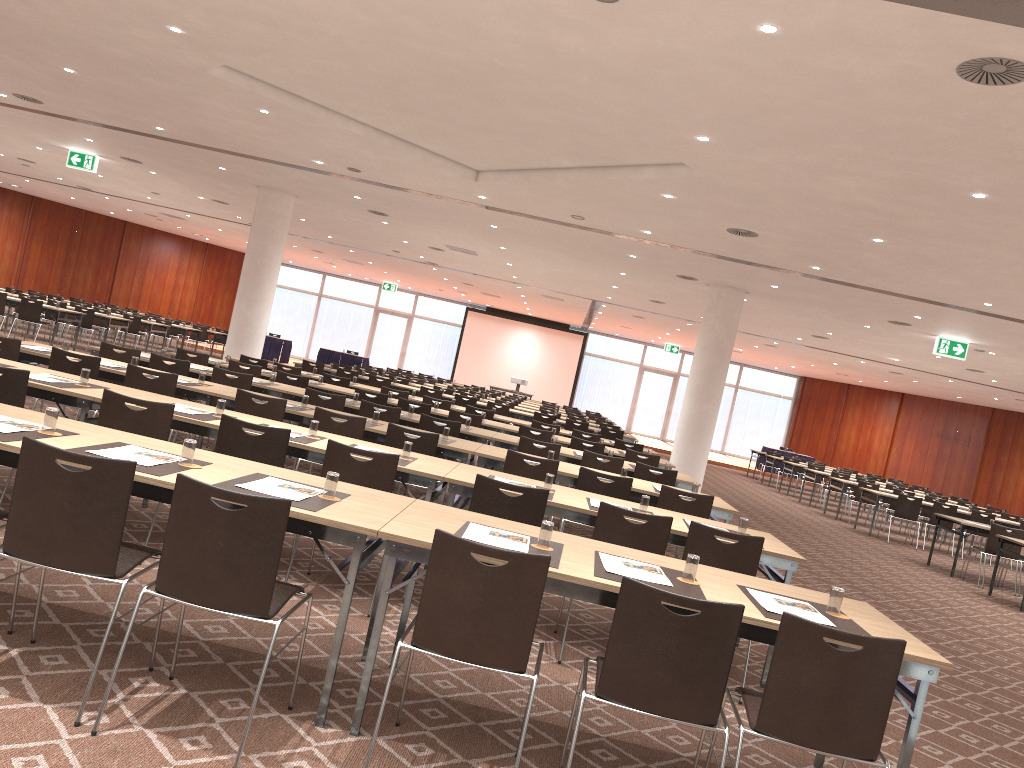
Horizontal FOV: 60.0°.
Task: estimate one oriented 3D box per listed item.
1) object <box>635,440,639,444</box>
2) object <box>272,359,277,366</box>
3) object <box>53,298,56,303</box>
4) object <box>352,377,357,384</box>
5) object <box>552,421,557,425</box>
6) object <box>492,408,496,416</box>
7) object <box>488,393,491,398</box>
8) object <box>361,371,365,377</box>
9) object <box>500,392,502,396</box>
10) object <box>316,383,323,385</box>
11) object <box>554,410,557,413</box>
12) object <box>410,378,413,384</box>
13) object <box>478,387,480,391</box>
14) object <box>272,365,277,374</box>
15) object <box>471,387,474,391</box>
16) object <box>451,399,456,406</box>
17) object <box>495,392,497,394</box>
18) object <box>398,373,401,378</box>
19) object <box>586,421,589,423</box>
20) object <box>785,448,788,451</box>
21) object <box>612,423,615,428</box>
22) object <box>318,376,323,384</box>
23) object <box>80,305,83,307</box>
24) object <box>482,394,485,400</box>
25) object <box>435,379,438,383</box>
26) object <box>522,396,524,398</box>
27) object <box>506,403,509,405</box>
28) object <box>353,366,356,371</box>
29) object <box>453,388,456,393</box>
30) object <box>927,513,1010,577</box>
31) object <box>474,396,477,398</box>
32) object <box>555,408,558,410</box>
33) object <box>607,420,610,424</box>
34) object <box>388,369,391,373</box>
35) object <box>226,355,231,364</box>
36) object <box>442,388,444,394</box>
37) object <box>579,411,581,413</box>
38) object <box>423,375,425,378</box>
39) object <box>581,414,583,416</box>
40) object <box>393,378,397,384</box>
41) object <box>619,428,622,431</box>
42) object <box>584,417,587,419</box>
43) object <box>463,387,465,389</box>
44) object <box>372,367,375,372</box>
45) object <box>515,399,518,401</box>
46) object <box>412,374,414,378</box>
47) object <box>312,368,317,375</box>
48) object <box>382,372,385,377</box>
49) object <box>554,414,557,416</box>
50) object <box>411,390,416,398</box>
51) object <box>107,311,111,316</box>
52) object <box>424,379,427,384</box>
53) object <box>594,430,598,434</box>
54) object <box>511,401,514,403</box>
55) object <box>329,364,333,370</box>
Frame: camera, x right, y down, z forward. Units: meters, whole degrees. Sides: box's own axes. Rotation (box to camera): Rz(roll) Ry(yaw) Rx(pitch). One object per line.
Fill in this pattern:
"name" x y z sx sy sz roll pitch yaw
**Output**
"object" 1.938 0.928 13.818 0.054 0.114 0.054 12 1 -8
"object" -3.772 -0.343 14.090 0.054 0.114 0.054 12 1 -8
"object" -10.292 -1.866 19.934 0.054 0.114 0.054 12 1 -31
"object" -2.489 -0.057 14.040 0.054 0.114 0.054 13 1 37
"object" 0.660 0.644 13.878 0.054 0.114 0.054 13 1 14
"object" -0.287 0.433 13.919 0.054 0.114 0.054 12 1 -8
"object" -0.534 0.281 21.437 0.054 0.114 0.054 13 1 37
"object" -2.948 -0.205 17.568 0.054 0.114 0.054 13 1 37
"object" -0.315 0.277 25.441 0.054 0.114 0.054 13 1 37
"object" -2.606 0.002 12.030 0.102 0.001 0.102 12 1 -8
"object" 0.947 0.637 19.361 0.054 0.114 0.054 13 1 37
"object" -2.220 -0.069 19.530 0.054 0.114 0.054 12 1 -31
"object" -0.948 0.136 25.478 0.054 0.114 0.054 13 1 37
"object" -3.236 -0.197 12.072 0.054 0.114 0.054 13 1 14
"object" -1.055 0.139 23.473 0.054 0.114 0.054 13 1 37
"object" -0.926 0.291 13.954 0.054 0.114 0.054 12 1 -8
"object" -0.434 0.277 23.445 0.054 0.114 0.054 13 1 37
"object" -2.735 -0.209 21.563 0.054 0.114 0.054 13 1 37
"object" 1.471 0.779 17.339 0.054 0.114 0.054 13 1 37
"object" 9.383 2.236 30.317 0.054 0.114 0.054 13 1 14
"object" 2.207 0.917 19.305 0.054 0.114 0.054 12 1 -31
"object" -2.597 -0.055 12.030 0.054 0.114 0.054 13 1 14
"object" -9.660 -1.725 19.902 0.054 0.114 0.054 12 1 -31
"object" -0.625 0.286 19.442 0.054 0.114 0.054 12 1 -31
"object" -2.011 -0.074 23.530 0.054 0.114 0.054 13 1 37
"object" 0.312 0.417 25.405 0.054 0.114 0.054 13 1 37
"object" -0.104 0.428 17.417 0.054 0.114 0.054 12 1 -31
"object" -3.476 -0.348 19.595 0.054 0.114 0.054 12 1 -31
"object" -1.270 0.143 19.484 0.054 0.114 0.054 12 1 -31
"object" 7.700 2.699 13.578 2.267 0.833 0.953 13 1 3
"object" -0.729 0.289 17.451 0.054 0.114 0.054 12 1 -31
"object" 1.060 0.635 21.370 0.054 0.114 0.054 13 1 37
"object" 2.312 0.914 21.299 0.054 0.114 0.054 12 1 -31
"object" -3.264 -0.353 23.578 0.054 0.114 0.054 12 1 -31
"object" -3.872 -0.339 12.108 0.054 0.114 0.054 13 1 37
"object" -1.368 0.147 17.472 0.054 0.114 0.054 12 1 -31
"object" 1.790 0.772 23.325 0.054 0.114 0.054 13 1 37
"object" -2.527 -0.215 25.548 0.054 0.114 0.054 13 1 37
"object" 1.679 0.773 21.341 0.054 0.114 0.054 13 1 37
"object" -2.313 -0.063 17.522 0.054 0.114 0.054 13 1 37
"object" 2.117 0.923 17.302 0.054 0.114 0.054 12 1 -31
"object" 1.589 0.779 19.341 0.054 0.114 0.054 13 1 37
"object" -1.161 0.141 21.471 0.054 0.114 0.054 13 1 37
"object" -3.374 -0.351 21.581 0.054 0.114 0.054 12 1 -31
"object" 0.098 0.421 21.415 0.054 0.114 0.054 13 1 37
"object" -2.631 -0.212 23.545 0.054 0.114 0.054 13 1 37
"object" -3.127 -0.199 14.064 0.054 0.114 0.054 13 1 14
"object" -2.839 -0.206 19.551 0.054 0.114 0.054 12 1 -31
"object" 0.850 0.641 17.375 0.054 0.114 0.054 13 1 37
"object" -1.549 0.152 13.990 0.054 0.114 0.054 12 1 -8
"object" -9.025 -1.583 19.855 0.054 0.114 0.054 12 1 -31
"object" -2.102 -0.068 21.522 0.054 0.114 0.054 13 1 37
"object" 1.300 0.786 13.854 0.054 0.114 0.054 13 1 37
"object" 0.002 0.426 19.415 0.054 0.114 0.054 12 1 -31
"object" -3.586 -0.347 17.601 0.054 0.114 0.054 12 1 -31
